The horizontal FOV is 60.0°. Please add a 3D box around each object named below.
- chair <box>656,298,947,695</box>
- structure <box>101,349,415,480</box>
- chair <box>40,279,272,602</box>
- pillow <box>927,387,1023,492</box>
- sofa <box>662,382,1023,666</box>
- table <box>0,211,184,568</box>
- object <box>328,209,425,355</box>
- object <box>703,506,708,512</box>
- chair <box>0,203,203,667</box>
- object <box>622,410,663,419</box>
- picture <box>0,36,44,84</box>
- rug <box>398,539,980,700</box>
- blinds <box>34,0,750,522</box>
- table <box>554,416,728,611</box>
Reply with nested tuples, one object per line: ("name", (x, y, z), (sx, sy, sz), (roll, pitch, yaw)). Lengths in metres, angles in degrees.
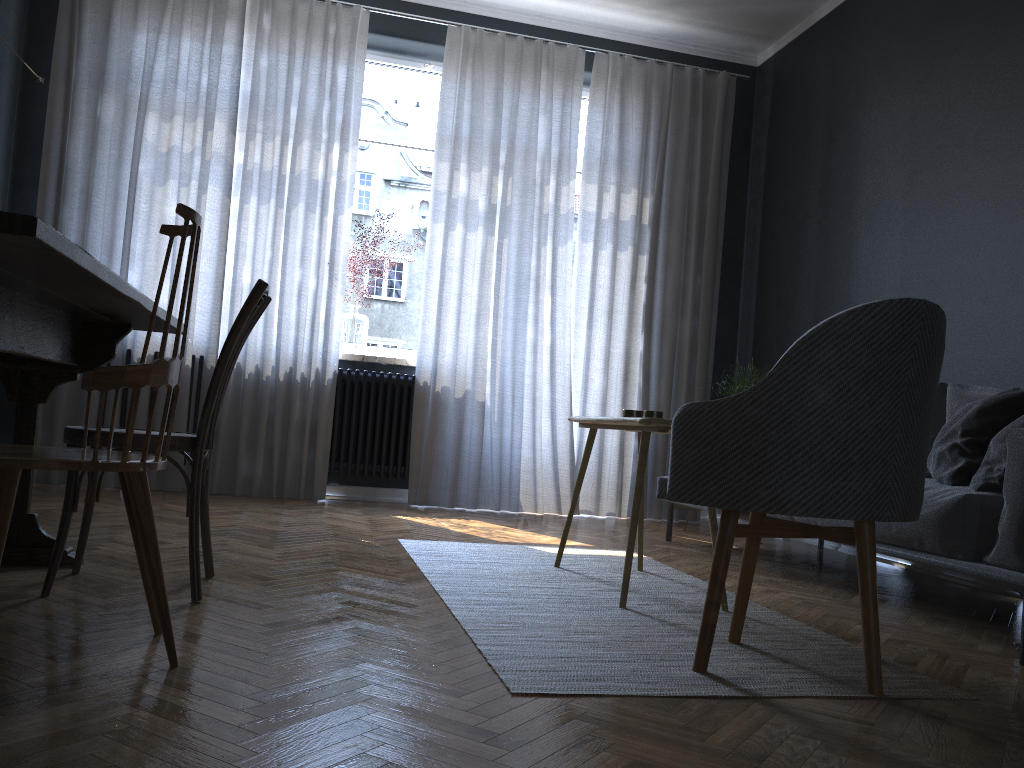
("chair", (0.692, 0.234, 1.994), (0.645, 0.811, 0.494), (6, -3, -35))
("structure", (-1.343, 0.181, 4.980), (1.847, 0.600, 0.216), (5, -2, -13))
("chair", (-0.906, 0.120, 2.315), (0.467, 0.819, 0.363), (5, -2, -13))
("pillow", (1.548, 0.167, 2.730), (0.442, 0.361, 0.798), (4, -3, 5))
("sofa", (1.443, 0.368, 3.342), (0.970, 0.797, 2.341), (5, -3, -14))
("table", (-1.404, 0.105, 1.848), (1.126, 0.727, 1.605), (5, -3, -13))
("object", (-0.855, -0.574, 5.134), (0.515, 0.809, 0.599), (6, -3, -39))
("object", (1.011, 0.382, 3.833), (0.490, 0.329, 0.667), (5, -3, -8))
("chair", (-0.808, 0.083, 1.667), (0.384, 0.856, 0.456), (6, -2, -28))
("object", (0.431, 0.108, 3.030), (0.103, 0.033, 0.369), (5, -3, -3))
("picture", (-2.050, -1.337, 2.598), (0.058, 0.770, 4.458), (5, -3, -13))
("rug", (0.255, 0.643, 2.704), (1.004, 0.013, 2.012), (5, -3, -13))
("blinds", (-0.581, -0.711, 5.109), (3.994, 2.787, 0.312), (5, -2, -13))
("table", (0.413, 0.390, 2.883), (0.339, 0.549, 0.788), (5, -3, -13))
